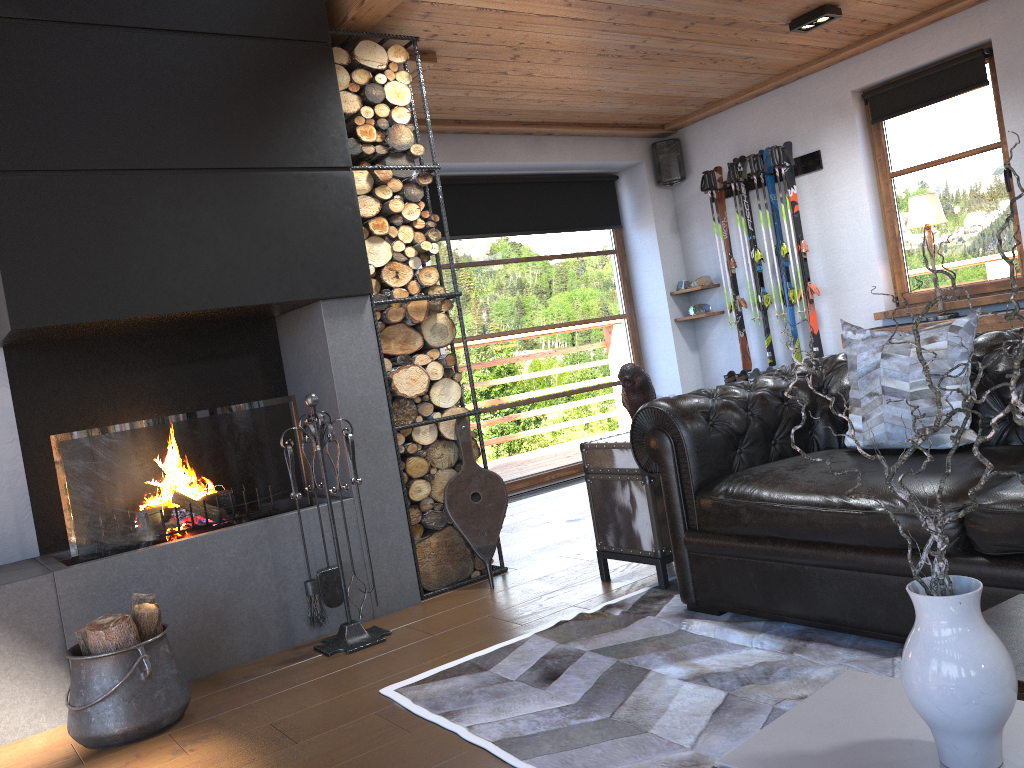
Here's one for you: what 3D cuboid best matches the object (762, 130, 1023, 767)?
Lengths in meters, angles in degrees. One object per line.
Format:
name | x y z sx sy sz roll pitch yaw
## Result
object | 0.585 0.134 1.200 0.410 0.808 0.614 -10 2 -24

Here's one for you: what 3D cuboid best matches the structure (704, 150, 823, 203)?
structure | 1.798 -1.542 6.651 0.323 0.135 1.038 -11 2 -35

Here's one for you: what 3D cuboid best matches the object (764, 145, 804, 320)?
object | 1.932 -1.073 6.331 0.120 1.249 0.059 -9 1 22

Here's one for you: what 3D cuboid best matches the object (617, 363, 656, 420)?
object | 0.540 0.062 3.771 0.149 0.319 0.249 -9 1 6

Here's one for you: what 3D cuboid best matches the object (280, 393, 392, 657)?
object | -0.720 0.537 3.545 0.306 1.017 0.309 -9 1 10

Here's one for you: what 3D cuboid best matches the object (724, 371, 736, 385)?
object | 1.719 0.034 6.970 0.115 0.270 0.255 -8 2 45

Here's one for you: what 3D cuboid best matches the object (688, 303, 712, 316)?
object | 1.534 -0.614 7.323 0.188 0.084 0.352 -9 2 1

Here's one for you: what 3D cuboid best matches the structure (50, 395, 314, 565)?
structure | -1.281 0.371 3.619 0.994 0.514 0.181 -11 2 -35

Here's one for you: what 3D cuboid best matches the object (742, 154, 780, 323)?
object | 1.825 -1.061 6.511 0.120 1.249 0.059 -9 1 12

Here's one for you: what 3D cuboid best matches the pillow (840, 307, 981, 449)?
pillow | 1.377 -0.024 3.088 0.286 0.469 0.522 -10 2 -32

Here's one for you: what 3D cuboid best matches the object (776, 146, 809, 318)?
object | 2.038 -1.090 6.339 0.120 1.249 0.059 -9 1 17

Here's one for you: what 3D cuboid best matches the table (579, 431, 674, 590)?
table | 0.610 0.512 3.806 0.410 0.609 0.412 -10 2 -35

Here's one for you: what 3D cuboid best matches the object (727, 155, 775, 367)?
object | 1.818 -0.925 6.705 0.257 1.621 0.102 -10 2 -39

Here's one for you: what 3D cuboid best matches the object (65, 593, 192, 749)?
object | -1.307 0.954 2.983 0.385 0.431 0.382 -10 1 -9

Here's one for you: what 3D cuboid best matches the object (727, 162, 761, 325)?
object | 1.754 -1.056 6.728 0.119 1.249 0.060 -8 2 37

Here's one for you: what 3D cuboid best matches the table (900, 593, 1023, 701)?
table | 1.088 0.628 1.494 0.405 0.350 0.643 -10 2 -30

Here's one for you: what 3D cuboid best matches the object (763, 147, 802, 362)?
object | 2.031 -0.956 6.576 0.113 1.621 0.072 -10 1 -35

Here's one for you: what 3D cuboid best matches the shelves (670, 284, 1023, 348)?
shelves | 3.335 -0.513 4.758 0.620 0.988 6.563 -10 2 -34

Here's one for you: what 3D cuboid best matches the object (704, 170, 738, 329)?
object | 1.623 -1.040 6.918 0.119 1.249 0.060 -8 2 37

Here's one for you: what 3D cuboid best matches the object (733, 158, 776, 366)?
object | 1.848 -0.933 6.805 0.113 1.621 0.072 -10 1 -35

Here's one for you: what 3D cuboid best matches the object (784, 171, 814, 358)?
object | 2.075 -0.928 6.441 0.116 1.606 0.094 -10 1 -35

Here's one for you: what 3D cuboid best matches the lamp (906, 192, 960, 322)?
lamp | 2.873 -0.488 5.709 0.640 1.481 0.243 -10 1 -32

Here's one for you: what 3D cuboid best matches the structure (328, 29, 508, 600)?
structure | -0.574 -0.325 4.340 0.508 2.616 0.505 -10 2 -35

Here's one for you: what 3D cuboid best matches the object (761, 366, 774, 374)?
object | 1.932 0.008 6.683 0.254 0.270 0.115 -10 2 -30

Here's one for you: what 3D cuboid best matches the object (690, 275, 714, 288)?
object | 1.554 -0.836 7.240 0.192 0.084 0.158 -11 2 -36

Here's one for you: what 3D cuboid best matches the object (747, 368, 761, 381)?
object | 1.852 0.018 6.773 0.254 0.270 0.115 -10 2 -30

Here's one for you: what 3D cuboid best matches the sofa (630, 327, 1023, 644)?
sofa | 1.658 0.258 2.673 1.255 0.838 2.534 -11 2 -35

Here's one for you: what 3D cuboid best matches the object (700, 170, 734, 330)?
object | 1.584 -1.031 6.845 0.058 1.249 0.122 -8 2 37

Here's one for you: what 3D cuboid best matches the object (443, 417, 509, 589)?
object | -0.174 0.546 4.162 0.260 0.795 0.271 -8 2 38

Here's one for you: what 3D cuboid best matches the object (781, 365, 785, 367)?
object | 1.989 0.002 6.568 0.253 0.270 0.116 -10 1 -15

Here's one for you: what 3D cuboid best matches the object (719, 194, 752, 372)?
object | 1.700 -0.883 6.984 0.116 1.606 0.094 -10 1 -35

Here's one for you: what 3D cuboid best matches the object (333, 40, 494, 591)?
object | -0.583 -0.317 4.344 0.500 2.611 0.461 -10 2 -35

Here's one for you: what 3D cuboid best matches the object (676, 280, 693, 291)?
object | 1.454 -0.824 7.385 0.162 0.084 0.187 -11 2 -36

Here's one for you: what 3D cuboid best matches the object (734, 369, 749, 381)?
object | 1.783 0.026 6.873 0.254 0.270 0.115 -10 2 -30

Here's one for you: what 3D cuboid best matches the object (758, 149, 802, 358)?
object | 1.998 -0.952 6.643 0.113 1.621 0.072 -10 1 -35

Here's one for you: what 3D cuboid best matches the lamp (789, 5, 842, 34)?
lamp | 1.747 -2.111 5.113 0.157 0.068 0.258 -11 2 -35

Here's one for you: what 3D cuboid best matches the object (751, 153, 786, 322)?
object | 1.885 -1.071 6.538 0.119 1.249 0.060 -8 2 37

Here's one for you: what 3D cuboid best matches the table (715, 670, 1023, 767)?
table | 0.698 0.700 1.256 0.405 0.350 0.642 -11 2 -40

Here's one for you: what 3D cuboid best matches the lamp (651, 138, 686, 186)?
lamp | 1.296 -1.835 7.343 0.216 0.349 0.211 -10 2 -35

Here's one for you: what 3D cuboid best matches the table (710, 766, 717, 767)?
table | 0.356 0.765 0.980 0.405 0.350 0.642 -10 2 -35

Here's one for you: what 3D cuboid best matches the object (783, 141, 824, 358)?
object | 2.118 -0.947 6.356 0.116 1.606 0.094 -10 1 -35

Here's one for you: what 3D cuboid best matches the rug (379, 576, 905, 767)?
rug | 1.641 0.680 1.976 2.462 0.053 3.995 -11 2 -34

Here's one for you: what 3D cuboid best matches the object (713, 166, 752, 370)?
object | 1.743 -0.902 6.899 0.116 1.606 0.094 -10 1 -35
